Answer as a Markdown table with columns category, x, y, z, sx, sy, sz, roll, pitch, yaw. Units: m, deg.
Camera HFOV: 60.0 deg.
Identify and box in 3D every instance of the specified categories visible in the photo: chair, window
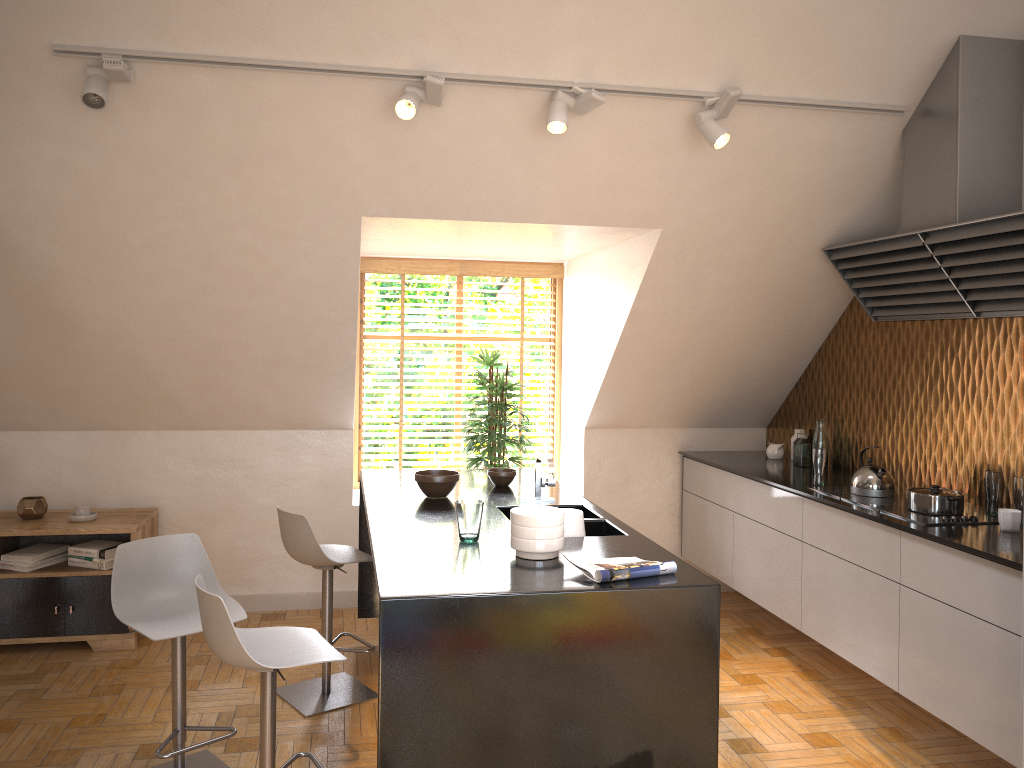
| category | x | y | z | sx | sy | sz | roll | pitch | yaw |
| --- | --- | --- | --- | --- | --- | --- | --- | --- | --- |
| chair | -1.216 | 1.023 | 3.212 | 0.403 | 0.871 | 0.430 | 0 | 1 | -43 |
| window | -1.710 | -0.698 | 1.532 | 7.782 | 4.464 | 8.639 | 0 | 2 | -11 |
| chair | -0.853 | 0.988 | 4.053 | 0.430 | 0.866 | 0.404 | 0 | 1 | -38 |
| chair | -0.786 | 1.047 | 2.819 | 0.429 | 0.866 | 0.404 | 0 | 1 | -31 |
| chair | 0.354 | 0.187 | 1.686 | 3.489 | 2.685 | 4.023 | 1 | 2 | -10 |

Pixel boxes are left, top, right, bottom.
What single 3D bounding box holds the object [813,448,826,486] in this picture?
| category | x | y | z | sx | sy | sz | roll | pitch | yaw |
| --- | --- | --- | --- | --- | --- | --- | --- | --- | --- |
| object | 1.542 | 0.416 | 4.452 | 0.062 | 0.184 | 0.062 | 1 | 1 | -21 |

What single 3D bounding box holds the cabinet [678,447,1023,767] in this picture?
| category | x | y | z | sx | sy | sz | roll | pitch | yaw |
| --- | --- | --- | --- | --- | --- | --- | --- | --- | --- |
| cabinet | 1.684 | 0.740 | 4.325 | 0.624 | 0.915 | 3.094 | 1 | 2 | -11 |

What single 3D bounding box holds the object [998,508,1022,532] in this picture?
| category | x | y | z | sx | sy | sz | roll | pitch | yaw |
| --- | --- | --- | --- | --- | --- | --- | --- | --- | --- |
| object | 1.912 | 0.524 | 3.404 | 0.078 | 0.077 | 0.077 | 1 | 1 | 7 |

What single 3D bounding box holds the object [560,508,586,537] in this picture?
| category | x | y | z | sx | sy | sz | roll | pitch | yaw |
| --- | --- | --- | --- | --- | --- | --- | --- | --- | --- |
| object | 0.198 | 0.598 | 3.353 | 0.190 | 0.232 | 0.190 | 2 | 2 | 41 |

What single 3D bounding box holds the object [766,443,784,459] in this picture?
| category | x | y | z | sx | sy | sz | roll | pitch | yaw |
| --- | --- | --- | --- | --- | --- | --- | --- | --- | --- |
| object | 1.624 | 0.409 | 5.467 | 0.107 | 0.106 | 0.178 | 1 | 2 | 16 |

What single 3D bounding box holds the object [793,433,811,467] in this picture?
| category | x | y | z | sx | sy | sz | roll | pitch | yaw |
| --- | --- | --- | --- | --- | --- | --- | --- | --- | --- |
| object | 1.686 | 0.382 | 5.159 | 0.068 | 0.191 | 0.100 | 1 | 1 | -11 |

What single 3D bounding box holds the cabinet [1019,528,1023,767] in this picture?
| category | x | y | z | sx | sy | sz | roll | pitch | yaw |
| --- | --- | --- | --- | --- | --- | --- | --- | --- | --- |
| cabinet | 2.102 | 0.577 | 1.625 | 0.825 | 2.001 | 2.253 | 1 | 2 | -11 |

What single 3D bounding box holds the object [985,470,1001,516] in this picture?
| category | x | y | z | sx | sy | sz | roll | pitch | yaw |
| --- | --- | --- | --- | --- | --- | --- | --- | --- | --- |
| object | 2.017 | 0.457 | 3.718 | 0.062 | 0.184 | 0.062 | 1 | 1 | -21 |

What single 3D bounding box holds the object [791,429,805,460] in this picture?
| category | x | y | z | sx | sy | sz | roll | pitch | yaw |
| --- | --- | --- | --- | --- | --- | --- | --- | --- | --- |
| object | 1.745 | 0.373 | 5.387 | 0.068 | 0.191 | 0.100 | 1 | 1 | -11 |

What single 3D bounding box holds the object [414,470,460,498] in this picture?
| category | x | y | z | sx | sy | sz | roll | pitch | yaw |
| --- | --- | --- | --- | --- | --- | --- | --- | --- | --- |
| object | -0.342 | 0.458 | 4.034 | 0.206 | 0.106 | 0.206 | -1 | 3 | -42 |

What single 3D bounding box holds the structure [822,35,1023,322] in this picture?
| category | x | y | z | sx | sy | sz | roll | pitch | yaw |
| --- | --- | --- | --- | --- | --- | --- | --- | --- | --- |
| structure | 1.957 | -0.879 | 3.869 | 0.420 | 1.175 | 1.539 | 1 | 2 | -11 |

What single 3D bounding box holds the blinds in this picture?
| category | x | y | z | sx | sy | sz | roll | pitch | yaw |
| --- | --- | --- | --- | --- | --- | --- | --- | --- | --- |
| blinds | -0.354 | -0.089 | 6.079 | 1.430 | 1.484 | 0.070 | 1 | 0 | -11 |

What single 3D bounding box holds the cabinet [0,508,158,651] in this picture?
| category | x | y | z | sx | sy | sz | roll | pitch | yaw |
| --- | --- | --- | --- | --- | --- | --- | --- | --- | --- |
| cabinet | -2.868 | 1.045 | 4.694 | 1.758 | 0.634 | 0.597 | 0 | 1 | -11 |

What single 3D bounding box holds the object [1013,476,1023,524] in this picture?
| category | x | y | z | sx | sy | sz | roll | pitch | yaw |
| --- | --- | --- | --- | --- | --- | --- | --- | --- | --- |
| object | 2.049 | 0.465 | 3.564 | 0.062 | 0.184 | 0.062 | 1 | 1 | -15 |

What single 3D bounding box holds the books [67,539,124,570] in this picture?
| category | x | y | z | sx | sy | sz | roll | pitch | yaw |
| --- | --- | --- | --- | --- | --- | --- | --- | --- | --- |
| books | -2.188 | 0.906 | 4.708 | 0.278 | 0.101 | 0.221 | 2 | 3 | 26 |

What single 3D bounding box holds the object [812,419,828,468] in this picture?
| category | x | y | z | sx | sy | sz | roll | pitch | yaw |
| --- | --- | --- | --- | --- | --- | --- | --- | --- | --- |
| object | 1.786 | 0.344 | 5.130 | 0.089 | 0.273 | 0.089 | 1 | 1 | -34 |

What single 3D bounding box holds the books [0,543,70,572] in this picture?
| category | x | y | z | sx | sy | sz | roll | pitch | yaw |
| --- | --- | --- | --- | --- | --- | --- | --- | --- | --- |
| books | -2.517 | 0.916 | 4.689 | 0.211 | 0.073 | 0.306 | 1 | 3 | 14 |

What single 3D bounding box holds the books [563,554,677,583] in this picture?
| category | x | y | z | sx | sy | sz | roll | pitch | yaw |
| --- | --- | --- | --- | --- | --- | --- | --- | --- | --- |
| books | 0.333 | 0.562 | 2.758 | 0.282 | 0.044 | 0.222 | -1 | 3 | -29 |

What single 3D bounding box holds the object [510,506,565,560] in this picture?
| category | x | y | z | sx | sy | sz | roll | pitch | yaw |
| --- | --- | --- | --- | --- | --- | --- | --- | --- | --- |
| object | 0.084 | 0.495 | 2.949 | 0.181 | 0.147 | 0.181 | 0 | 2 | -14 |

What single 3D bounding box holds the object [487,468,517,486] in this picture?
| category | x | y | z | sx | sy | sz | roll | pitch | yaw |
| --- | --- | --- | --- | --- | --- | --- | --- | --- | --- |
| object | -0.050 | 0.463 | 4.370 | 0.145 | 0.075 | 0.146 | -1 | 3 | -42 |

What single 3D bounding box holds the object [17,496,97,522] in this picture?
| category | x | y | z | sx | sy | sz | roll | pitch | yaw |
| --- | --- | --- | --- | --- | --- | --- | --- | --- | --- |
| object | -2.455 | 0.675 | 4.781 | 0.426 | 0.114 | 0.148 | 1 | 2 | 4 |

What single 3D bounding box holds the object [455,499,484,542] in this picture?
| category | x | y | z | sx | sy | sz | roll | pitch | yaw |
| --- | --- | --- | --- | --- | --- | --- | --- | --- | --- |
| object | -0.151 | 0.486 | 3.144 | 0.103 | 0.141 | 0.103 | 0 | 1 | -21 |

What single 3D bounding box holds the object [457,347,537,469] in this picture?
| category | x | y | z | sx | sy | sz | roll | pitch | yaw |
| --- | --- | --- | --- | --- | --- | --- | --- | --- | --- |
| object | -0.094 | 0.247 | 5.770 | 0.517 | 0.976 | 0.555 | 1 | 1 | -16 |

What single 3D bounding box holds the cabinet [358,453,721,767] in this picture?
| category | x | y | z | sx | sy | sz | roll | pitch | yaw |
| --- | --- | --- | --- | --- | --- | --- | --- | --- | --- |
| cabinet | -0.110 | 0.880 | 3.719 | 1.000 | 1.135 | 2.439 | 1 | 2 | -11 |
